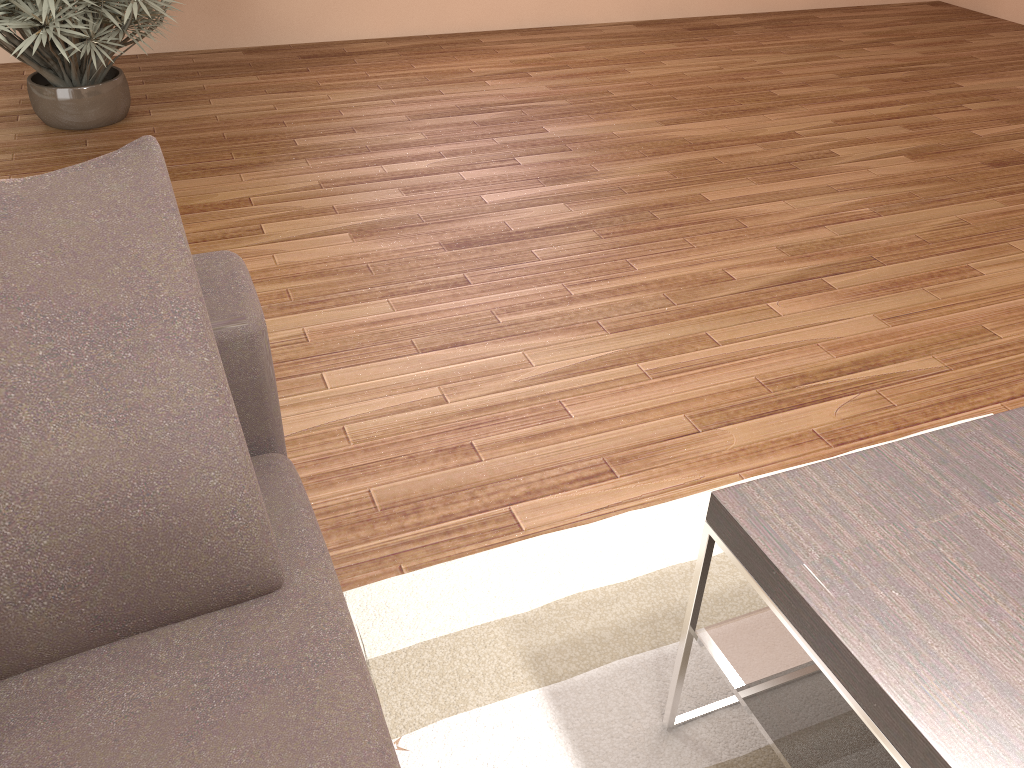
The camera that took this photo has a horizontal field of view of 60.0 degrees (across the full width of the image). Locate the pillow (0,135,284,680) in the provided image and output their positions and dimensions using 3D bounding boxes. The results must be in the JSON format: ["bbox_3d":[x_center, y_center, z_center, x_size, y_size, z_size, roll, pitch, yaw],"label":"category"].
[{"bbox_3d":[-0.717,0.051,1.030,0.749,0.470,0.560,-14,38,-22],"label":"pillow"}]

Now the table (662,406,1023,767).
[{"bbox_3d":[0.882,0.598,1.150,0.856,0.558,1.110,-12,37,-19],"label":"table"}]

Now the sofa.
[{"bbox_3d":[-0.058,1.099,0.223,1.906,0.776,3.565,-12,37,-19],"label":"sofa"}]

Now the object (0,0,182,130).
[{"bbox_3d":[-1.901,-2.069,3.516,2.046,2.068,2.011,-24,43,-33],"label":"object"}]

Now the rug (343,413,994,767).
[{"bbox_3d":[0.875,0.822,1.317,1.791,0.024,2.122,-12,37,-19],"label":"rug"}]
